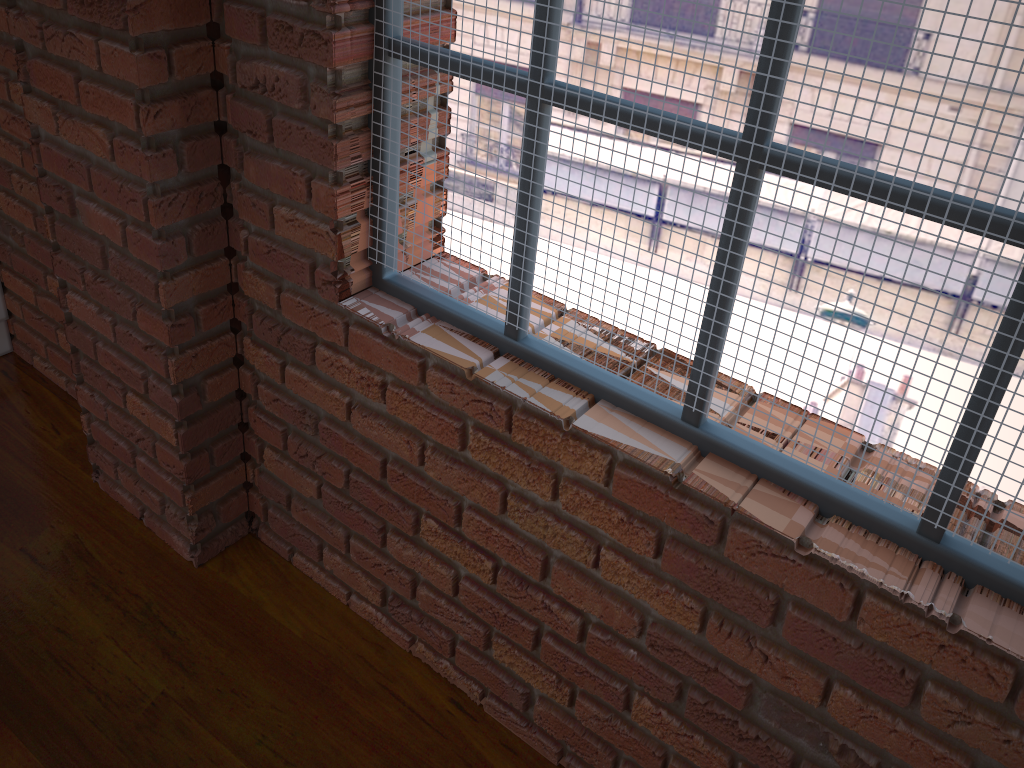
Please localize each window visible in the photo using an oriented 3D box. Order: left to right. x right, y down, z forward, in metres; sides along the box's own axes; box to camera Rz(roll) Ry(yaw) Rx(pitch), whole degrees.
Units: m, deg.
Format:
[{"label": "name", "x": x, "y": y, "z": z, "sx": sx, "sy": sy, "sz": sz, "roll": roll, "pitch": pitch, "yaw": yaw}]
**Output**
[{"label": "window", "x": 4.295, "y": -0.032, "z": 0.897, "sx": 17.659, "sy": 9.402, "sz": 3.778, "roll": 20, "pitch": 33, "yaw": 21}]

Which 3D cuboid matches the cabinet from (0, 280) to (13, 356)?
[{"label": "cabinet", "x": -2.200, "y": -0.143, "z": 1.671, "sx": 0.727, "sy": 0.775, "sz": 2.049, "roll": 24, "pitch": 37, "yaw": 28}]
